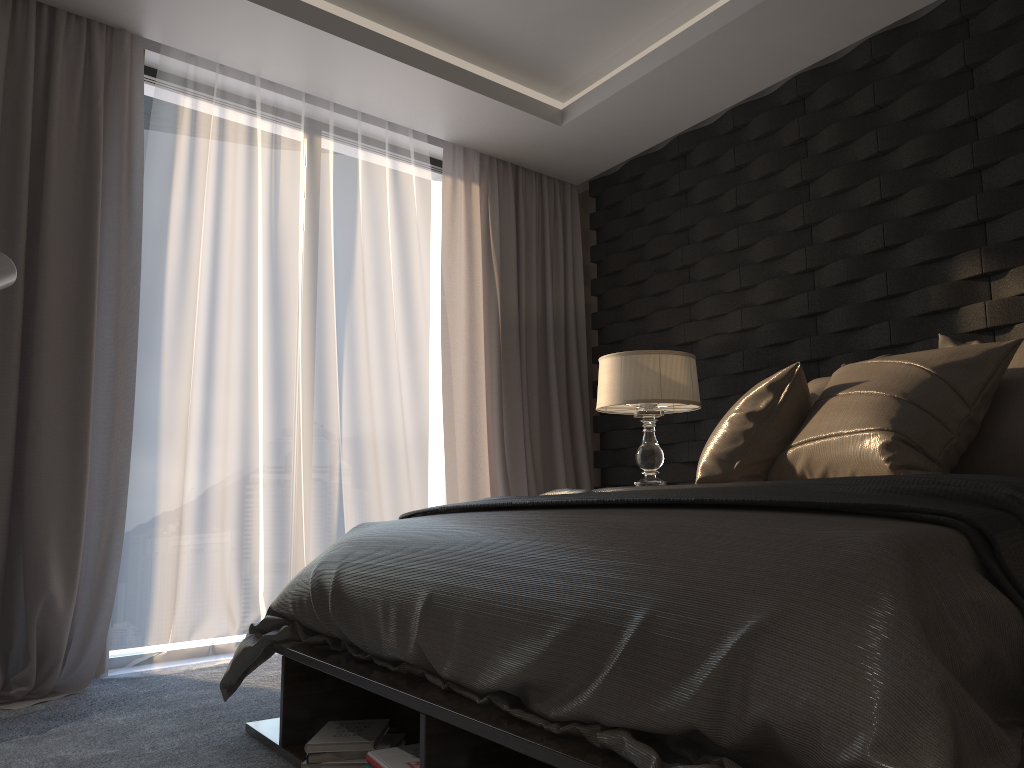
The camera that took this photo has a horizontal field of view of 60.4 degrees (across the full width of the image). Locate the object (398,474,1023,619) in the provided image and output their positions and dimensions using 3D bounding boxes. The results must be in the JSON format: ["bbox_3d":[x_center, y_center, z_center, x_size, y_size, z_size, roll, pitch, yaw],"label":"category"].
[{"bbox_3d":[0.357,0.381,1.995,0.651,0.323,1.944,4,-9,-33],"label":"object"}]

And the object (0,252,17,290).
[{"bbox_3d":[-1.624,0.246,2.294,0.651,1.407,0.563,7,-11,-41],"label":"object"}]

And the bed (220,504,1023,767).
[{"bbox_3d":[0.751,0.587,2.240,2.413,0.625,2.171,4,-9,-33],"label":"bed"}]

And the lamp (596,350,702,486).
[{"bbox_3d":[0.603,0.199,3.871,0.468,0.631,0.463,0,-8,-1],"label":"lamp"}]

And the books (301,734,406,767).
[{"bbox_3d":[-0.367,0.869,2.079,0.174,0.019,0.245,-2,-8,5],"label":"books"}]

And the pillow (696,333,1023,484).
[{"bbox_3d":[1.067,0.065,2.585,0.946,0.519,1.193,4,-9,-32],"label":"pillow"}]

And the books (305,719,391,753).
[{"bbox_3d":[-0.382,0.827,2.072,0.156,0.020,0.204,-1,-8,0],"label":"books"}]

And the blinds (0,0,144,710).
[{"bbox_3d":[-1.779,-0.280,2.945,1.108,2.645,0.338,7,-11,-42],"label":"blinds"}]

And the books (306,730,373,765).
[{"bbox_3d":[-0.407,0.850,2.078,0.152,0.023,0.215,1,-8,-14],"label":"books"}]

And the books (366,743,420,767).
[{"bbox_3d":[-0.166,0.750,1.730,0.183,0.023,0.238,3,-9,-27],"label":"books"}]

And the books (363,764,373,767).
[{"bbox_3d":[-0.166,0.773,1.727,0.184,0.023,0.237,4,-9,-32],"label":"books"}]

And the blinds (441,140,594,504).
[{"bbox_3d":[0.099,-0.078,4.727,1.056,2.644,0.321,7,-11,-42],"label":"blinds"}]
